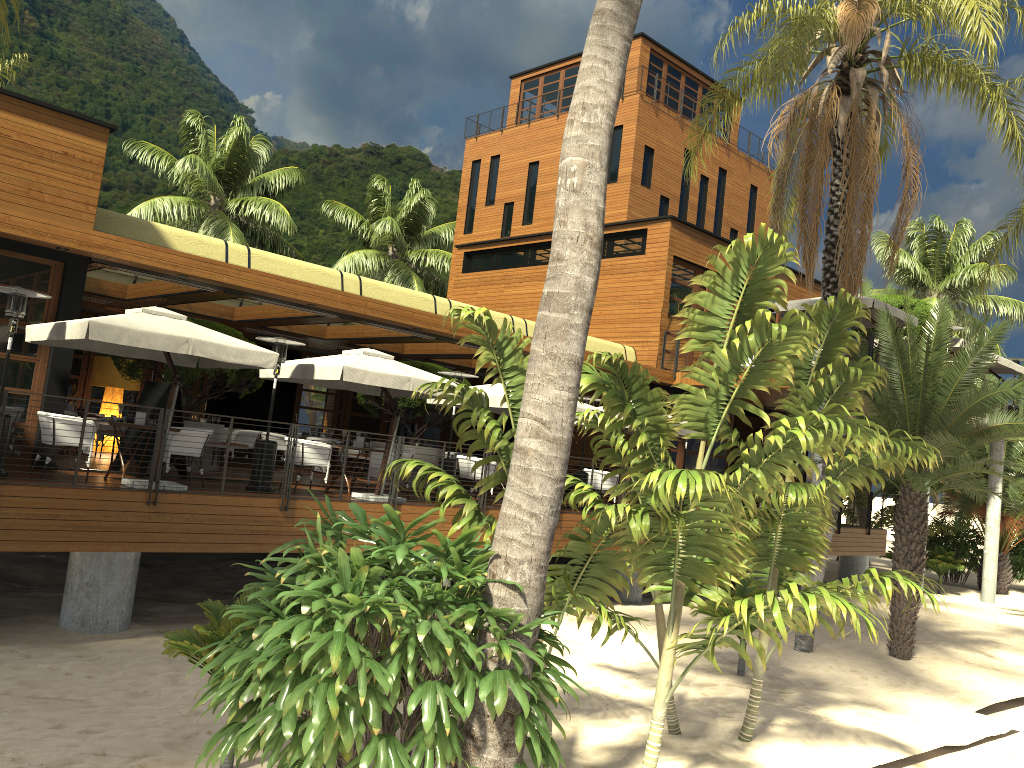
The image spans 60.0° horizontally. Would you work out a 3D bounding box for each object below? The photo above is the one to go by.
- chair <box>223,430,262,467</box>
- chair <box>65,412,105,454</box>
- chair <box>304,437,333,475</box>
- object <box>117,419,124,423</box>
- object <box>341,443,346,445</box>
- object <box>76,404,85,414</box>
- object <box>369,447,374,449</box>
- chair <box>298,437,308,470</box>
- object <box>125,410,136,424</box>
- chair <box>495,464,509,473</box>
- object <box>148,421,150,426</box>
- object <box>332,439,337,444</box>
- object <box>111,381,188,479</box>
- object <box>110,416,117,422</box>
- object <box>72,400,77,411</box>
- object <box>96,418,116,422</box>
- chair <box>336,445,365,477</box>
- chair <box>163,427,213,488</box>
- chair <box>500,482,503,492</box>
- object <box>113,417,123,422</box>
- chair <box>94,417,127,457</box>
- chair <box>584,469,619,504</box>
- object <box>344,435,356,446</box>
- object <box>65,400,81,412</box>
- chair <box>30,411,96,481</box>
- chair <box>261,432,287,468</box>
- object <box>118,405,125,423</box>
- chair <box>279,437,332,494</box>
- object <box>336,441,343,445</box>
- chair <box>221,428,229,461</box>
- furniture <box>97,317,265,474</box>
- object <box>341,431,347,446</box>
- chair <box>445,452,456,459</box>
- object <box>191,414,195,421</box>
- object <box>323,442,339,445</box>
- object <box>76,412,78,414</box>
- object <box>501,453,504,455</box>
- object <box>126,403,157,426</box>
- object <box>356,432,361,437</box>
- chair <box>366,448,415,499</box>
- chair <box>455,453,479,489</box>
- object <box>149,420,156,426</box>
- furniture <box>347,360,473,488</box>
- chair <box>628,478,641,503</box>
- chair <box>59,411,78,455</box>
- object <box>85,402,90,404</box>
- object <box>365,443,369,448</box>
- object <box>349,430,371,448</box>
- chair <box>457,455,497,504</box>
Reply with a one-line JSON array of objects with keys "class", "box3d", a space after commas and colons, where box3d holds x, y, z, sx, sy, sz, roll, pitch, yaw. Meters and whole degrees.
[{"class": "chair", "box3d": [-5.674, 1.356, 18.704, 0.615, 0.789, 0.627, 10, -6, -37]}, {"class": "chair", "box3d": [-8.282, 0.939, 17.166, 0.627, 0.789, 0.616, 8, -5, -12]}, {"class": "chair", "box3d": [-4.225, 1.580, 19.462, 0.627, 0.789, 0.616, 9, -6, -22]}, {"class": "object", "box3d": [-5.021, 0.478, 11.374, 0.080, 0.042, 0.080, 3, -6, 38]}, {"class": "object", "box3d": [-2.608, 0.933, 13.687, 0.080, 0.042, 0.080, 6, -5, 8]}, {"class": "object", "box3d": [-7.849, 0.460, 16.163, 0.163, 0.179, 0.167, 7, -5, -5]}, {"class": "object", "box3d": [-2.310, 1.011, 14.140, 0.170, 0.025, 0.295, 11, -6, -43]}, {"class": "chair", "box3d": [-4.755, 1.642, 21.037, 0.627, 0.789, 0.616, 9, -6, -22]}, {"class": "object", "box3d": [-4.982, 0.433, 11.636, 0.168, 0.179, 0.162, 2, -7, 44]}, {"class": "chair", "box3d": [-0.188, 2.054, 19.648, 0.627, 0.789, 0.615, 6, -5, 3]}, {"class": "object", "box3d": [-4.799, 0.516, 11.687, 0.116, 0.065, 0.116, 10, -6, -39]}, {"class": "object", "box3d": [-2.764, 0.904, 13.829, 0.086, 0.086, 0.086, 10, -6, -39]}, {"class": "object", "box3d": [-5.295, 0.664, 13.200, 0.769, 1.399, 0.770, 3, -6, 31]}, {"class": "object", "box3d": [-5.177, 0.449, 11.515, 0.086, 0.086, 0.086, 10, -6, -39]}, {"class": "object", "box3d": [-7.979, 0.417, 16.145, 0.082, 0.227, 0.082, 8, -6, -19]}, {"class": "object", "box3d": [-5.171, 0.464, 11.302, 0.170, 0.025, 0.295, 11, -6, -43]}, {"class": "chair", "box3d": [-3.682, 1.722, 20.496, 0.616, 0.789, 0.627, 9, -5, -22]}, {"class": "chair", "box3d": [-4.445, 0.974, 12.008, 0.615, 0.789, 0.627, 11, -7, -42]}, {"class": "chair", "box3d": [-0.006, 2.203, 21.293, 0.627, 0.789, 0.615, 6, -5, 3]}, {"class": "object", "box3d": [-5.089, 0.464, 11.446, 0.116, 0.065, 0.116, 10, -6, -39]}, {"class": "chair", "box3d": [-7.317, 0.993, 16.448, 0.616, 0.789, 0.627, 8, -5, -12]}, {"class": "chair", "box3d": [1.756, 2.146, 17.988, 0.615, 0.789, 0.627, 11, -7, -42]}, {"class": "object", "box3d": [-2.570, 0.888, 13.953, 0.167, 0.179, 0.163, 11, -7, -41]}, {"class": "object", "box3d": [-8.161, 0.400, 16.386, 0.263, 0.264, 0.263, 7, -5, -8]}, {"class": "chair", "box3d": [-5.571, 0.765, 10.962, 0.615, 0.789, 0.627, 11, -7, -42]}, {"class": "chair", "box3d": [-5.385, 1.483, 19.907, 0.616, 0.789, 0.627, 9, -5, -22]}, {"class": "object", "box3d": [-4.997, 0.379, 11.305, 0.082, 0.227, 0.082, 11, -7, -42]}, {"class": "chair", "box3d": [-3.122, 1.226, 13.310, 0.615, 0.789, 0.627, 11, -7, -42]}, {"class": "object", "box3d": [-2.677, 0.919, 13.759, 0.116, 0.065, 0.116, 2, -7, 45]}, {"class": "chair", "box3d": [-5.930, 1.238, 17.561, 0.626, 0.789, 0.617, 10, -6, -37]}, {"class": "furniture", "box3d": [-5.915, 0.161, 15.989, 2.570, 2.727, 2.713, 5, -5, 11]}, {"class": "object", "box3d": [-2.585, 0.834, 13.619, 0.082, 0.227, 0.082, 11, -7, -42]}, {"class": "chair", "box3d": [-1.724, 2.092, 22.386, 0.617, 0.789, 0.626, 6, -5, 2]}, {"class": "object", "box3d": [-6.647, 0.749, 18.464, 0.082, 0.227, 0.082, 10, -6, -34]}, {"class": "object", "box3d": [-2.758, 0.919, 13.615, 0.170, 0.025, 0.295, 11, -6, -43]}, {"class": "object", "box3d": [-7.950, 0.504, 16.276, 0.086, 0.086, 0.086, 11, -7, -44]}, {"class": "object", "box3d": [-0.179, 1.287, 15.925, 0.082, 0.227, 0.082, 11, -7, -42]}, {"class": "object", "box3d": [-4.771, 0.399, 11.424, 0.263, 0.264, 0.263, 6, -5, 1]}, {"class": "object", "box3d": [-2.460, 0.890, 14.158, 0.082, 0.227, 0.082, 3, -7, 35]}, {"class": "chair", "box3d": [-1.954, 1.444, 14.396, 0.615, 0.789, 0.627, 11, -7, -42]}, {"class": "chair", "box3d": [-1.057, 2.025, 20.541, 0.617, 0.789, 0.626, 6, -5, 2]}, {"class": "object", "box3d": [-4.707, 0.511, 11.622, 0.086, 0.086, 0.086, 10, -6, -39]}, {"class": "furniture", "box3d": [-2.167, 0.860, 19.486, 2.617, 2.727, 2.689, 3, -6, 37]}, {"class": "chair", "box3d": [2.882, 2.355, 19.033, 0.615, 0.789, 0.627, 11, -7, -42]}, {"class": "chair", "box3d": [-8.032, 0.840, 15.525, 0.627, 0.789, 0.616, 8, -5, -12]}, {"class": "object", "box3d": [-7.961, 0.453, 16.582, 0.082, 0.227, 0.082, 7, -5, -3]}, {"class": "object", "box3d": [-2.295, 0.965, 13.936, 0.086, 0.086, 0.086, 10, -6, -39]}, {"class": "object", "box3d": [-2.358, 0.854, 13.738, 0.263, 0.264, 0.263, 6, -5, 1]}, {"class": "chair", "box3d": [-0.683, 1.686, 15.649, 0.615, 0.789, 0.627, 11, -7, -42]}]
